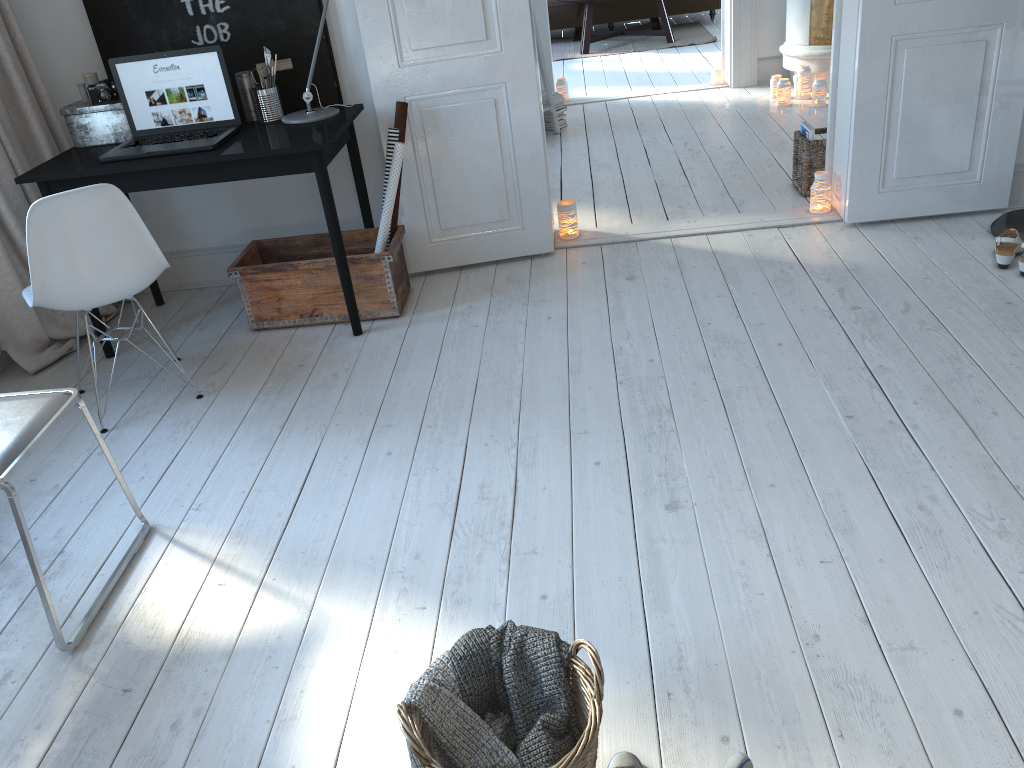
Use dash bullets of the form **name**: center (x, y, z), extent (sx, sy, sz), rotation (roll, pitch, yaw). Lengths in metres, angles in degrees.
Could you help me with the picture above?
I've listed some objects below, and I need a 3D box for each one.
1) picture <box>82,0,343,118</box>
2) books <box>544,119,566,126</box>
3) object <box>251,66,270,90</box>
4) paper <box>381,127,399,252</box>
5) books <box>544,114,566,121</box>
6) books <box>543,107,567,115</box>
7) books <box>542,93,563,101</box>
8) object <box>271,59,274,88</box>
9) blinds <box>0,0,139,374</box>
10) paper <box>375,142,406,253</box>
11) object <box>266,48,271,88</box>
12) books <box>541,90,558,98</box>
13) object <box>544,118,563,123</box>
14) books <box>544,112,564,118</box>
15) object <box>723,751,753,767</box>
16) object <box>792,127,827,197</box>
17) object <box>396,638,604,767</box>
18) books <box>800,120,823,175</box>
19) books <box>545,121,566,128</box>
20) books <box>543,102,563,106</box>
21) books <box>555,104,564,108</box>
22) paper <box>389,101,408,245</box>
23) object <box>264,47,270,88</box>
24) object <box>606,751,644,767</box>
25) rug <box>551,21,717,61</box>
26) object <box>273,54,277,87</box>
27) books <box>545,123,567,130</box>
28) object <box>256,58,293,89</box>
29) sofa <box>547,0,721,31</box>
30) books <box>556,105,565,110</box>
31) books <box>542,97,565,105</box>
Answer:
- **picture**: center (-1.257, -1.642, 3.496), extent (0.953, 1.181, 0.063), rotation (-5, 29, 6)
- **books**: center (0.261, -1.804, 6.087), extent (0.127, 0.016, 0.180), rotation (-29, 35, -33)
- **object**: center (-0.983, -1.149, 3.507), extent (0.081, 0.200, 0.050), rotation (9, 33, 27)
- **paper**: center (-0.513, -0.684, 3.623), extent (0.265, 0.674, 0.043), rotation (-29, 36, -33)
- **books**: center (0.259, -1.828, 6.072), extent (0.186, 0.017, 0.132), rotation (17, 37, 37)
- **books**: center (0.257, -1.865, 6.047), extent (0.193, 0.023, 0.127), rotation (13, 35, 33)
- **books**: center (0.243, -1.949, 6.001), extent (0.132, 0.017, 0.185), rotation (-18, 30, -18)
- **object**: center (-0.945, -1.157, 3.494), extent (0.009, 0.223, 0.082), rotation (12, 35, 31)
- **blinds**: center (-1.999, -1.345, 3.146), extent (0.225, 2.668, 0.824), rotation (-5, 29, 6)
- **paper**: center (-0.513, -0.641, 3.580), extent (0.283, 0.631, 0.040), rotation (-15, 30, -13)
- **object**: center (-0.950, -1.180, 3.492), extent (0.062, 0.266, 0.012), rotation (-31, 37, -35)
- **books**: center (0.233, -1.968, 6.005), extent (0.111, 0.014, 0.155), rotation (-15, 30, -12)
- **object**: center (0.252, -1.822, 6.090), extent (0.110, 0.014, 0.156), rotation (-30, 36, -35)
- **books**: center (0.248, -1.847, 6.066), extent (0.166, 0.023, 0.127), rotation (14, 36, 35)
- **object**: center (0.397, 0.729, 1.494), extent (0.120, 0.084, 0.221), rotation (11, 34, 30)
- **object**: center (1.517, -1.079, 4.280), extent (0.270, 0.267, 0.222), rotation (-5, 29, 6)
- **object**: center (0.001, 0.626, 1.501), extent (0.318, 0.354, 0.317), rotation (13, 35, 33)
- **books**: center (1.501, -1.106, 4.266), extent (0.201, 0.302, 0.178), rotation (-5, 29, 6)
- **books**: center (0.264, -1.791, 6.097), extent (0.176, 0.016, 0.127), rotation (20, 39, 40)
- **books**: center (0.246, -1.913, 6.025), extent (0.128, 0.016, 0.179), rotation (-19, 31, -20)
- **books**: center (0.249, -1.900, 6.035), extent (0.128, 0.016, 0.176), rotation (-22, 32, -24)
- **paper**: center (-0.489, -0.758, 3.660), extent (0.296, 0.752, 0.048), rotation (-29, 36, -33)
- **object**: center (-0.955, -1.182, 3.490), extent (0.008, 0.269, 0.060), rotation (4, 31, 20)
- **object**: center (0.199, 0.708, 1.544), extent (0.083, 0.123, 0.220), rotation (-5, 29, 5)
- **rug**: center (1.105, -3.476, 8.928), extent (1.710, 0.055, 1.444), rotation (-5, 29, 6)
- **object**: center (-0.935, -1.163, 3.484), extent (0.084, 0.242, 0.009), rotation (-16, 30, -14)
- **books**: center (0.270, -1.777, 6.107), extent (0.178, 0.016, 0.127), rotation (17, 38, 38)
- **object**: center (-0.925, -1.177, 3.537), extent (0.138, 0.210, 0.034), rotation (-14, 30, -12)
- **sofa**: center (1.097, -4.193, 9.391), extent (2.165, 0.831, 0.961), rotation (-5, 29, 6)
- **books**: center (0.255, -1.886, 6.045), extent (0.127, 0.016, 0.178), rotation (-30, 36, -35)
- **books**: center (0.252, -1.930, 6.008), extent (0.128, 0.027, 0.199), rotation (-19, 31, -19)
